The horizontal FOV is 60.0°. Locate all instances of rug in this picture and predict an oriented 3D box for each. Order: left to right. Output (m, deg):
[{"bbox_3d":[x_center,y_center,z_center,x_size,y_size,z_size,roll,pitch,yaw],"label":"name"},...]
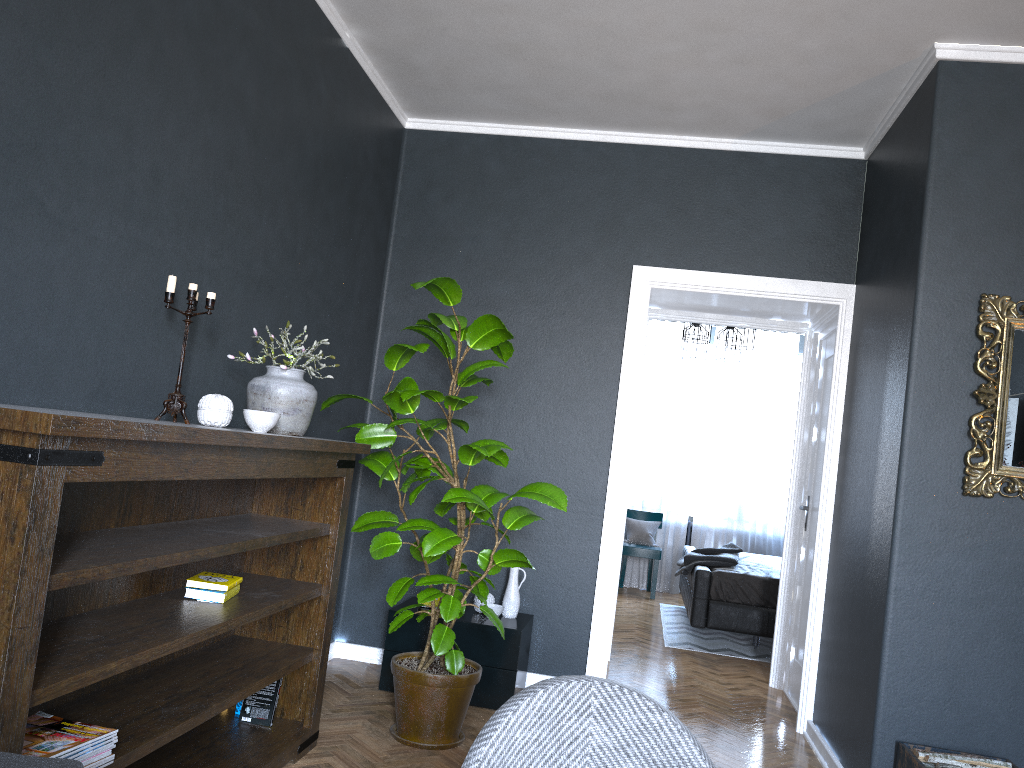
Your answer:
[{"bbox_3d":[1.930,2.017,7.103,1.458,0.013,2.048,6,-5,9],"label":"rug"}]

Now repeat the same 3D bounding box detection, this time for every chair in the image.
[{"bbox_3d":[0.108,0.924,1.376,0.645,0.810,0.495,8,-4,-13],"label":"chair"},{"bbox_3d":[1.253,1.659,8.747,0.435,0.798,0.593,6,-4,9],"label":"chair"}]

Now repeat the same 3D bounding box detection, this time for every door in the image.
[{"bbox_3d":[1.738,0.718,4.968,0.162,2.184,0.858,7,-4,9],"label":"door"}]

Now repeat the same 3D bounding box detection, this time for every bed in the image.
[{"bbox_3d":[2.511,1.502,7.092,2.374,1.160,2.268,6,-4,9],"label":"bed"}]

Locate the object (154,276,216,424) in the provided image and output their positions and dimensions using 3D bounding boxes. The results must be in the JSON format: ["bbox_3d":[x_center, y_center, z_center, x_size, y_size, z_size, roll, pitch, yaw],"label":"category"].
[{"bbox_3d":[-1.005,-0.103,2.670,0.145,0.437,0.130,3,-5,45],"label":"object"}]

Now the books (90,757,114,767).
[{"bbox_3d":[-1.061,0.840,1.931,0.218,0.008,0.305,6,-5,14],"label":"books"}]

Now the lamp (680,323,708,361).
[{"bbox_3d":[1.596,-0.608,7.605,0.210,0.803,0.210,6,-4,23],"label":"lamp"}]

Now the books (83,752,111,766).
[{"bbox_3d":[-1.064,0.826,1.932,0.218,0.008,0.289,6,-5,15],"label":"books"}]

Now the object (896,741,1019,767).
[{"bbox_3d":[1.554,1.474,2.967,0.383,0.326,0.553,6,-4,9],"label":"object"}]

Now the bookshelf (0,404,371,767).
[{"bbox_3d":[-0.990,0.703,2.561,0.451,1.171,1.921,6,-4,9],"label":"bookshelf"}]

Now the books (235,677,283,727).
[{"bbox_3d":[-0.952,1.175,3.353,0.179,0.192,0.123,6,-4,12],"label":"books"}]

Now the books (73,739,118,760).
[{"bbox_3d":[-1.055,0.804,1.940,0.218,0.008,0.305,6,-5,12],"label":"books"}]

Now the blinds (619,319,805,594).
[{"bbox_3d":[1.983,0.770,9.130,3.991,2.786,0.313,6,-4,9],"label":"blinds"}]

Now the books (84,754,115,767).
[{"bbox_3d":[-1.059,0.832,1.930,0.218,0.013,0.305,6,-5,14],"label":"books"}]

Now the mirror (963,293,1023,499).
[{"bbox_3d":[2.252,0.092,3.269,1.056,0.783,0.067,6,-4,9],"label":"mirror"}]

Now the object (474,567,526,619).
[{"bbox_3d":[-0.090,1.026,4.451,0.228,0.267,0.229,3,-5,43],"label":"object"}]

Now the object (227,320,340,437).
[{"bbox_3d":[-0.808,-0.028,3.134,0.386,0.412,0.275,8,-4,-13],"label":"object"}]

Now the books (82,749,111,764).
[{"bbox_3d":[-1.064,0.820,1.933,0.218,0.008,0.289,6,-5,15],"label":"books"}]

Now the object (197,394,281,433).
[{"bbox_3d":[-0.857,0.093,2.790,0.255,0.103,0.118,9,-5,-26],"label":"object"}]

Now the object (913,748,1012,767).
[{"bbox_3d":[1.568,1.400,2.971,0.369,0.246,0.534,6,-4,9],"label":"object"}]

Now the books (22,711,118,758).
[{"bbox_3d":[-1.058,0.781,1.945,0.218,0.013,0.305,6,-5,14],"label":"books"}]

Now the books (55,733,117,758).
[{"bbox_3d":[-1.060,0.789,1.943,0.218,0.008,0.305,6,-5,14],"label":"books"}]

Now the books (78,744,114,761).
[{"bbox_3d":[-1.059,0.811,1.938,0.218,0.008,0.288,6,-5,13],"label":"books"}]

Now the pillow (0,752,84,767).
[{"bbox_3d":[-0.919,0.596,1.030,0.442,0.361,0.799,5,-5,27],"label":"pillow"}]

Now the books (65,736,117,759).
[{"bbox_3d":[-1.057,0.797,1.941,0.218,0.008,0.305,6,-5,12],"label":"books"}]

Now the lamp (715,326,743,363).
[{"bbox_3d":[1.949,-0.573,7.863,0.210,0.746,0.210,6,-4,23],"label":"lamp"}]

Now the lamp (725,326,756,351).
[{"bbox_3d":[1.807,-0.657,6.888,0.210,0.769,0.210,6,-4,23],"label":"lamp"}]

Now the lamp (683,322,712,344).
[{"bbox_3d":[1.542,-0.696,7.226,0.210,0.713,0.210,6,-4,23],"label":"lamp"}]

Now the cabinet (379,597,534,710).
[{"bbox_3d":[-0.263,1.334,4.418,0.650,0.390,0.457,6,-4,9],"label":"cabinet"}]

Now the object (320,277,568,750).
[{"bbox_3d":[-0.338,0.518,3.763,1.118,1.897,0.764,7,-4,3],"label":"object"}]

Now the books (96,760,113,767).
[{"bbox_3d":[-1.062,0.847,1.929,0.218,0.007,0.305,6,-5,14],"label":"books"}]

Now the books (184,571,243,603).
[{"bbox_3d":[-0.965,0.696,2.920,0.174,0.113,0.197,7,-4,-2],"label":"books"}]

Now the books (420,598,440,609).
[{"bbox_3d":[-0.369,1.097,4.486,0.214,0.066,0.162,7,-4,5],"label":"books"}]

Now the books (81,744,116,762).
[{"bbox_3d":[-1.062,0.816,1.942,0.218,0.006,0.305,6,-5,14],"label":"books"}]
